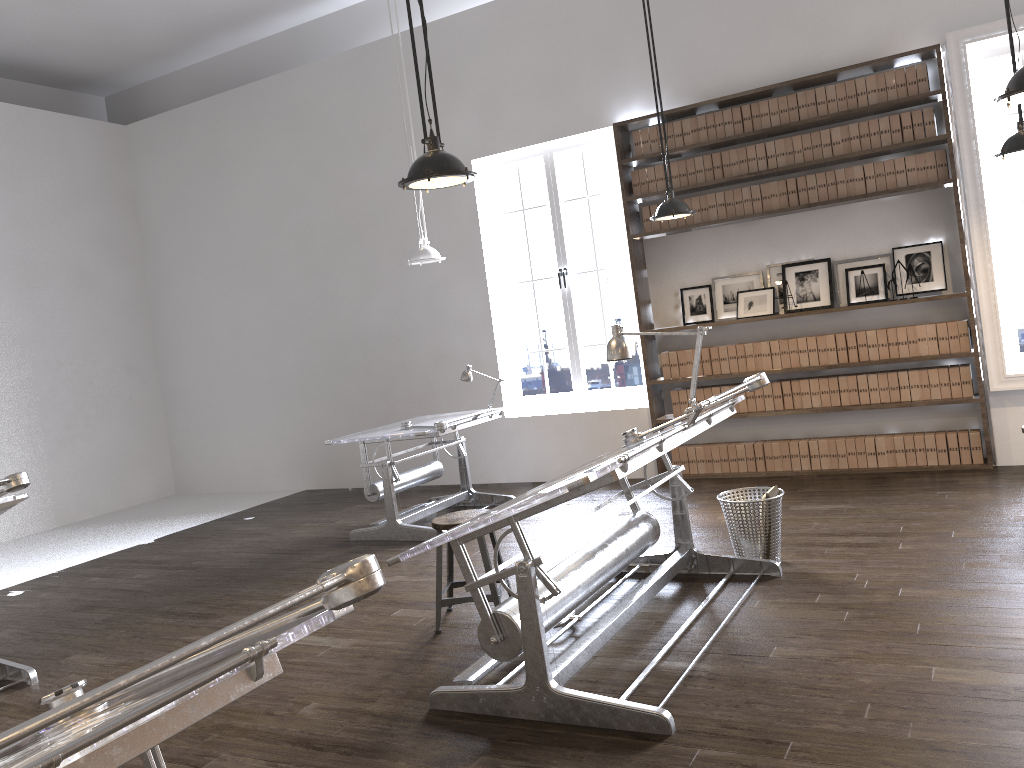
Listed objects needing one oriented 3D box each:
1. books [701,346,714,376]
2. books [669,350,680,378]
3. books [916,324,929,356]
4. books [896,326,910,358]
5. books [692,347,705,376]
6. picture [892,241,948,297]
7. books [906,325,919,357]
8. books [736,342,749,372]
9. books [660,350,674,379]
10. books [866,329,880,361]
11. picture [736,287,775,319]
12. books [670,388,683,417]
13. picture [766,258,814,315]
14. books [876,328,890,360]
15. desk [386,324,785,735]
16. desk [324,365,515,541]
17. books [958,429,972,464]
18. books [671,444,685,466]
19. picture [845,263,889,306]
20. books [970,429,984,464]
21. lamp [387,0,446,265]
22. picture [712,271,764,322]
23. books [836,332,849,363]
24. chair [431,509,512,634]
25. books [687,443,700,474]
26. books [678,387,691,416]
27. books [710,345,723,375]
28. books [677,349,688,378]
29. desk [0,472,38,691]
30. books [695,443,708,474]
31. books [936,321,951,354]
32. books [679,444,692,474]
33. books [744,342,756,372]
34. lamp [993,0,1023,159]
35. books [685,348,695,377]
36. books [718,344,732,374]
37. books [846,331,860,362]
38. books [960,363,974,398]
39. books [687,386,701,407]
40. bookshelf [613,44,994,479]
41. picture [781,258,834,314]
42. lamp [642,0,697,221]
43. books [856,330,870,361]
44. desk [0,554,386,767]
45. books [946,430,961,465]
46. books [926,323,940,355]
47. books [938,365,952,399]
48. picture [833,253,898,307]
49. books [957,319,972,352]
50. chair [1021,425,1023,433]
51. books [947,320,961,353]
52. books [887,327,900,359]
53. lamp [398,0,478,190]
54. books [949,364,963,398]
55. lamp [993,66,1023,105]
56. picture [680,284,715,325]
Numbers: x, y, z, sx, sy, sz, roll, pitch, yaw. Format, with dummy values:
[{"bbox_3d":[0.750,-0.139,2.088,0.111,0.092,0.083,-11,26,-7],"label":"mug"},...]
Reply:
[{"bbox_3d":[1.624,-0.190,7.289,0.067,0.225,0.175,-7,2,29],"label":"books"},{"bbox_3d":[1.385,-0.167,7.421,0.066,0.225,0.175,-7,2,29],"label":"books"},{"bbox_3d":[3.024,-0.324,6.513,0.066,0.225,0.175,-7,2,29],"label":"books"},{"bbox_3d":[2.910,-0.313,6.573,0.067,0.225,0.175,-7,2,29],"label":"books"},{"bbox_3d":[1.562,-0.184,7.330,0.066,0.225,0.175,-7,2,29],"label":"books"},{"bbox_3d":[3.004,-0.850,6.532,0.342,0.364,0.161,-6,2,29],"label":"picture"},{"bbox_3d":[2.970,-0.320,6.545,0.066,0.225,0.175,-7,2,29],"label":"books"},{"bbox_3d":[1.877,-0.214,7.155,0.066,0.225,0.175,-7,2,29],"label":"books"},{"bbox_3d":[1.323,-0.161,7.459,0.066,0.225,0.175,-7,2,29],"label":"books"},{"bbox_3d":[2.729,-0.296,6.676,0.066,0.225,0.175,-7,2,29],"label":"books"},{"bbox_3d":[1.946,-0.643,7.074,0.299,0.229,0.145,-6,2,29],"label":"picture"},{"bbox_3d":[1.400,0.155,7.440,0.067,0.225,0.175,-7,2,29],"label":"books"},{"bbox_3d":[2.217,-0.766,7.007,0.368,0.405,0.091,-6,1,29],"label":"picture"},{"bbox_3d":[2.792,-0.303,6.645,0.066,0.225,0.175,-7,2,29],"label":"books"},{"bbox_3d":[0.524,0.414,4.028,1.074,1.385,2.289,-7,3,29],"label":"desk"},{"bbox_3d":[-0.566,0.479,6.826,1.168,1.188,1.274,-6,3,29],"label":"desk"},{"bbox_3d":[3.293,0.456,6.435,0.066,0.225,0.175,-7,2,29],"label":"books"},{"bbox_3d":[1.414,0.637,7.481,0.066,0.225,0.175,-7,2,29],"label":"books"},{"bbox_3d":[2.683,-0.749,6.702,0.289,0.290,0.127,-6,2,29],"label":"picture"},{"bbox_3d":[3.357,0.450,6.396,0.066,0.225,0.175,-7,2,29],"label":"books"},{"bbox_3d":[-0.817,-2.066,6.899,0.312,2.251,0.311,-7,1,9],"label":"lamp"},{"bbox_3d":[1.845,-0.709,7.211,0.414,0.365,0.083,-6,1,29],"label":"picture"},{"bbox_3d":[2.540,-0.278,6.786,0.066,0.225,0.175,-7,2,29],"label":"books"},{"bbox_3d":[-0.211,0.925,4.434,0.371,0.527,0.359,-7,2,7],"label":"chair"},{"bbox_3d":[1.533,0.626,7.408,0.067,0.225,0.175,-7,2,29],"label":"books"},{"bbox_3d":[1.463,0.149,7.405,0.066,0.225,0.175,-7,2,29],"label":"books"},{"bbox_3d":[1.692,-0.197,7.258,0.066,0.225,0.175,-7,2,29],"label":"books"},{"bbox_3d":[1.447,-0.173,7.386,0.067,0.225,0.175,-7,2,29],"label":"books"},{"bbox_3d":[-3.219,0.922,3.782,1.074,1.385,2.077,-7,3,29],"label":"desk"},{"bbox_3d":[1.597,0.620,7.375,0.066,0.225,0.175,-7,2,29],"label":"books"},{"bbox_3d":[3.144,-0.336,6.449,0.066,0.225,0.175,-7,2,29],"label":"books"},{"bbox_3d":[1.474,0.631,7.445,0.066,0.225,0.175,-7,2,29],"label":"books"},{"bbox_3d":[1.932,-0.219,7.117,0.067,0.225,0.175,-7,2,29],"label":"books"},{"bbox_3d":[2.718,-2.406,4.932,0.312,2.251,0.311,-7,1,9],"label":"lamp"},{"bbox_3d":[1.504,-0.179,7.360,0.066,0.225,0.175,-7,2,29],"label":"books"},{"bbox_3d":[1.751,-0.202,7.219,0.066,0.225,0.175,-7,2,29],"label":"books"},{"bbox_3d":[2.602,-0.284,6.746,0.067,0.225,0.175,-7,2,29],"label":"books"},{"bbox_3d":[3.284,-0.026,6.394,0.066,0.225,0.175,-7,2,29],"label":"books"},{"bbox_3d":[1.527,0.143,7.373,0.066,0.225,0.175,-7,2,29],"label":"books"},{"bbox_3d":[2.252,-0.452,6.976,2.467,3.721,0.414,-7,1,29],"label":"bookshelf"},{"bbox_3d":[2.302,-0.763,6.900,0.372,0.391,0.149,-6,1,29],"label":"picture"},{"bbox_3d":[0.936,-2.235,5.929,0.312,2.251,0.311,-7,1,9],"label":"lamp"},{"bbox_3d":[2.669,-0.291,6.714,0.066,0.225,0.175,-7,2,29],"label":"books"},{"bbox_3d":[-1.078,0.812,1.093,1.074,1.385,2.077,-7,3,29],"label":"desk"},{"bbox_3d":[3.226,0.463,6.466,0.067,0.225,0.175,-7,2,29],"label":"books"},{"bbox_3d":[3.081,-0.330,6.479,0.067,0.225,0.175,-7,2,29],"label":"books"},{"bbox_3d":[3.163,-0.015,6.466,0.066,0.225,0.175,-7,2,29],"label":"books"},{"bbox_3d":[2.687,-0.787,6.744,0.432,0.361,0.095,-6,1,29],"label":"picture"},{"bbox_3d":[3.258,-0.347,6.379,0.067,0.225,0.175,-7,2,29],"label":"books"},{"bbox_3d":[2.965,0.484,4.789,0.357,0.527,0.373,-6,2,37],"label":"chair"},{"bbox_3d":[3.205,-0.342,6.417,0.066,0.225,0.175,-7,2,29],"label":"books"},{"bbox_3d":[2.854,-0.308,6.611,0.066,0.225,0.175,-7,2,29],"label":"books"},{"bbox_3d":[-0.432,-1.895,3.421,0.312,2.251,0.312,-8,1,-41],"label":"lamp"},{"bbox_3d":[3.225,-0.021,6.432,0.066,0.225,0.175,-7,2,29],"label":"books"},{"bbox_3d":[1.792,-2.175,3.226,0.312,2.251,0.311,-7,1,9],"label":"lamp"},{"bbox_3d":[1.548,-0.658,7.399,0.266,0.315,0.058,-6,1,29],"label":"picture"}]
